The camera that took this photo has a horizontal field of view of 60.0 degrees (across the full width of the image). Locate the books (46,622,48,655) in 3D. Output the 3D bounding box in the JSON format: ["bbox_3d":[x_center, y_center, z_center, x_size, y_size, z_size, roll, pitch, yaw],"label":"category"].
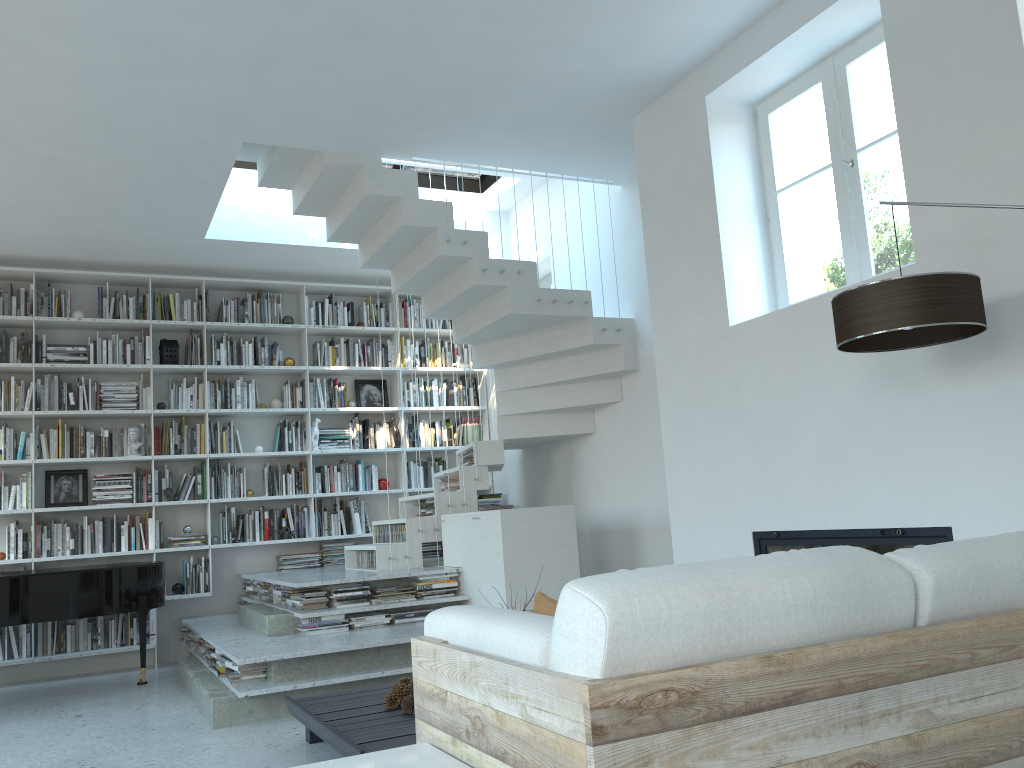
[{"bbox_3d":[-3.527,1.915,6.729,0.010,0.258,0.131,0,-9,-26],"label":"books"}]

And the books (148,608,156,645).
[{"bbox_3d":[-2.833,1.897,6.972,0.038,0.268,0.277,0,-9,-26],"label":"books"}]

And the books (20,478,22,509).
[{"bbox_3d":[-3.746,0.843,6.776,0.012,0.244,0.171,0,-9,-26],"label":"books"}]

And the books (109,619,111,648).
[{"bbox_3d":[-3.121,1.936,6.882,0.010,0.205,0.180,0,-9,-26],"label":"books"}]

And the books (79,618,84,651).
[{"bbox_3d":[-3.313,1.926,6.820,0.030,0.234,0.138,0,-9,-26],"label":"books"}]

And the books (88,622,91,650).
[{"bbox_3d":[-3.261,1.941,6.840,0.024,0.203,0.144,0,-9,-26],"label":"books"}]

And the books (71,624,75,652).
[{"bbox_3d":[-3.365,1.946,6.800,0.030,0.196,0.143,0,-9,-26],"label":"books"}]

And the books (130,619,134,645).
[{"bbox_3d":[-2.991,1.947,6.965,0.024,0.191,0.155,0,-9,-26],"label":"books"}]

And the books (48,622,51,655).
[{"bbox_3d":[-3.507,1.911,6.728,0.025,0.263,0.145,0,-9,-26],"label":"books"}]

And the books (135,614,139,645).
[{"bbox_3d":[-2.950,1.929,6.990,0.028,0.227,0.162,0,-9,-26],"label":"books"}]

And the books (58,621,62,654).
[{"bbox_3d":[-3.445,1.920,6.758,0.022,0.246,0.144,0,-9,-26],"label":"books"}]

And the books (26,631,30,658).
[{"bbox_3d":[-3.625,1.951,6.651,0.024,0.179,0.171,0,-9,-26],"label":"books"}]

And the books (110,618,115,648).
[{"bbox_3d":[-3.106,1.935,6.895,0.029,0.209,0.170,0,-9,-26],"label":"books"}]

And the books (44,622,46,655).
[{"bbox_3d":[-3.535,1.873,6.718,0.014,0.339,0.140,0,-9,-26],"label":"books"}]

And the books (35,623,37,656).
[{"bbox_3d":[-3.590,1.916,6.687,0.012,0.253,0.161,0,-9,-26],"label":"books"}]

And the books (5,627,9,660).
[{"bbox_3d":[-3.750,1.902,6.585,0.012,0.274,0.180,0,-9,-26],"label":"books"}]

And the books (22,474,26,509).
[{"bbox_3d":[-3.732,0.832,6.792,0.027,0.269,0.178,0,-9,-26],"label":"books"}]

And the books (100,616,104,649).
[{"bbox_3d":[-3.184,1.912,6.881,0.024,0.261,0.132,0,-9,-26],"label":"books"}]

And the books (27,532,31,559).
[{"bbox_3d":[-3.678,1.228,6.757,0.024,0.200,0.158,0,-9,-26],"label":"books"}]

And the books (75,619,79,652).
[{"bbox_3d":[-3.339,1.896,6.809,0.026,0.293,0.155,0,-9,-26],"label":"books"}]

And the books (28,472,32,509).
[{"bbox_3d":[-3.698,0.825,6.802,0.021,0.281,0.162,0,-9,-26],"label":"books"}]

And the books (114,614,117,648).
[{"bbox_3d":[-3.091,1.894,6.911,0.011,0.292,0.184,0,-9,-26],"label":"books"}]

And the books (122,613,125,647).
[{"bbox_3d":[-3.039,1.881,6.931,0.013,0.316,0.186,0,-9,-26],"label":"books"}]

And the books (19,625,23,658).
[{"bbox_3d":[-3.677,1.914,6.648,0.025,0.258,0.133,0,-9,-26],"label":"books"}]

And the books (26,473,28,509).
[{"bbox_3d":[-3.711,0.826,6.793,0.011,0.278,0.188,0,-9,-26],"label":"books"}]

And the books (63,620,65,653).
[{"bbox_3d":[-3.420,1.905,6.774,0.012,0.276,0.155,0,-9,-26],"label":"books"}]

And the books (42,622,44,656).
[{"bbox_3d":[-3.538,1.890,6.694,0.014,0.300,0.184,0,-9,-26],"label":"books"}]

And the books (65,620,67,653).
[{"bbox_3d":[-3.409,1.916,6.778,0.012,0.255,0.151,0,-9,-26],"label":"books"}]

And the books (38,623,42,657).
[{"bbox_3d":[-3.555,1.911,6.682,0.026,0.256,0.183,0,-9,-26],"label":"books"}]

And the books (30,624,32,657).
[{"bbox_3d":[-3.615,1.925,6.682,0.021,0.237,0.116,0,-9,-26],"label":"books"}]

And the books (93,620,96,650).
[{"bbox_3d":[-3.225,1.935,6.848,0.022,0.212,0.167,0,-9,-26],"label":"books"}]

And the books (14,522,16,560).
[{"bbox_3d":[-3.764,1.191,6.728,0.010,0.276,0.155,0,-9,-26],"label":"books"}]

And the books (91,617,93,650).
[{"bbox_3d":[-3.241,1.898,6.842,0.013,0.284,0.185,0,-9,-26],"label":"books"}]

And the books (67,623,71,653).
[{"bbox_3d":[-3.379,1.936,6.761,0.028,0.206,0.175,0,-9,-26],"label":"books"}]

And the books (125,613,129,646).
[{"bbox_3d":[-3.028,1.924,6.956,0.028,0.238,0.140,0,-9,-26],"label":"books"}]

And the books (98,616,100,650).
[{"bbox_3d":[-3.196,1.897,6.861,0.014,0.287,0.185,0,-9,-26],"label":"books"}]

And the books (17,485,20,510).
[{"bbox_3d":[-3.765,0.873,6.774,0.024,0.187,0.172,0,-9,-26],"label":"books"}]

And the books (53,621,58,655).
[{"bbox_3d":[-3.468,1.886,6.741,0.034,0.310,0.170,0,-9,-26],"label":"books"}]

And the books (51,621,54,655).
[{"bbox_3d":[-3.489,1.873,6.732,0.012,0.336,0.144,0,-9,-26],"label":"books"}]

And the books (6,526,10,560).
[{"bbox_3d":[-3.810,1.202,6.700,0.012,0.253,0.161,0,-9,-26],"label":"books"}]

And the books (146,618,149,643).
[{"bbox_3d":[-2.887,1.951,7.014,0.023,0.181,0.149,0,-9,-26],"label":"books"}]

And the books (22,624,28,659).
[{"bbox_3d":[-3.642,1.908,6.631,0.024,0.259,0.190,0,-9,-26],"label":"books"}]

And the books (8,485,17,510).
[{"bbox_3d":[-3.799,0.872,6.752,0.057,0.188,0.156,0,-9,-26],"label":"books"}]

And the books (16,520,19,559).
[{"bbox_3d":[-3.753,1.184,6.730,0.014,0.290,0.132,0,-9,-26],"label":"books"}]

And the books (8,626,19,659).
[{"bbox_3d":[-3.716,1.903,6.616,0.073,0.275,0.181,0,-9,-26],"label":"books"}]

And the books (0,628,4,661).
[{"bbox_3d":[-3.797,1.914,6.571,0.062,0.252,0.178,0,-9,-26],"label":"books"}]

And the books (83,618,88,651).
[{"bbox_3d":[-3.287,1.913,6.834,0.028,0.260,0.133,0,-9,-26],"label":"books"}]

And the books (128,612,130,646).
[{"bbox_3d":[-3.004,1.912,6.953,0.011,0.258,0.172,0,-9,-26],"label":"books"}]

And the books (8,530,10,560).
[{"bbox_3d":[-3.800,1.217,6.711,0.015,0.225,0.148,0,-9,-26],"label":"books"}]

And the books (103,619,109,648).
[{"bbox_3d":[-3.158,1.938,6.899,0.040,0.212,0.129,0,-9,-26],"label":"books"}]

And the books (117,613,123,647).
[{"bbox_3d":[-3.060,1.913,6.911,0.044,0.250,0.187,0,-9,-26],"label":"books"}]

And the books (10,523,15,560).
[{"bbox_3d":[-3.775,1.193,6.707,0.027,0.269,0.159,0,-9,-26],"label":"books"}]

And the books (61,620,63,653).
[{"bbox_3d":[-3.427,1.923,6.762,0.012,0.238,0.129,0,-9,-26],"label":"books"}]

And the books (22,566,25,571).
[{"bbox_3d":[-3.687,1.536,6.690,0.013,0.319,0.174,0,-9,-26],"label":"books"}]

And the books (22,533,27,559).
[{"bbox_3d":[-3.708,1.233,6.756,0.031,0.194,0.142,0,-9,-26],"label":"books"}]

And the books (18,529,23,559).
[{"bbox_3d":[-3.727,1.217,6.727,0.029,0.220,0.153,0,-9,-26],"label":"books"}]

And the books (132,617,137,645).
[{"bbox_3d":[-2.966,1.938,6.967,0.022,0.205,0.191,0,-9,-26],"label":"books"}]

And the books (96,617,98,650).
[{"bbox_3d":[-3.209,1.873,6.857,0.014,0.335,0.183,0,-9,-26],"label":"books"}]
